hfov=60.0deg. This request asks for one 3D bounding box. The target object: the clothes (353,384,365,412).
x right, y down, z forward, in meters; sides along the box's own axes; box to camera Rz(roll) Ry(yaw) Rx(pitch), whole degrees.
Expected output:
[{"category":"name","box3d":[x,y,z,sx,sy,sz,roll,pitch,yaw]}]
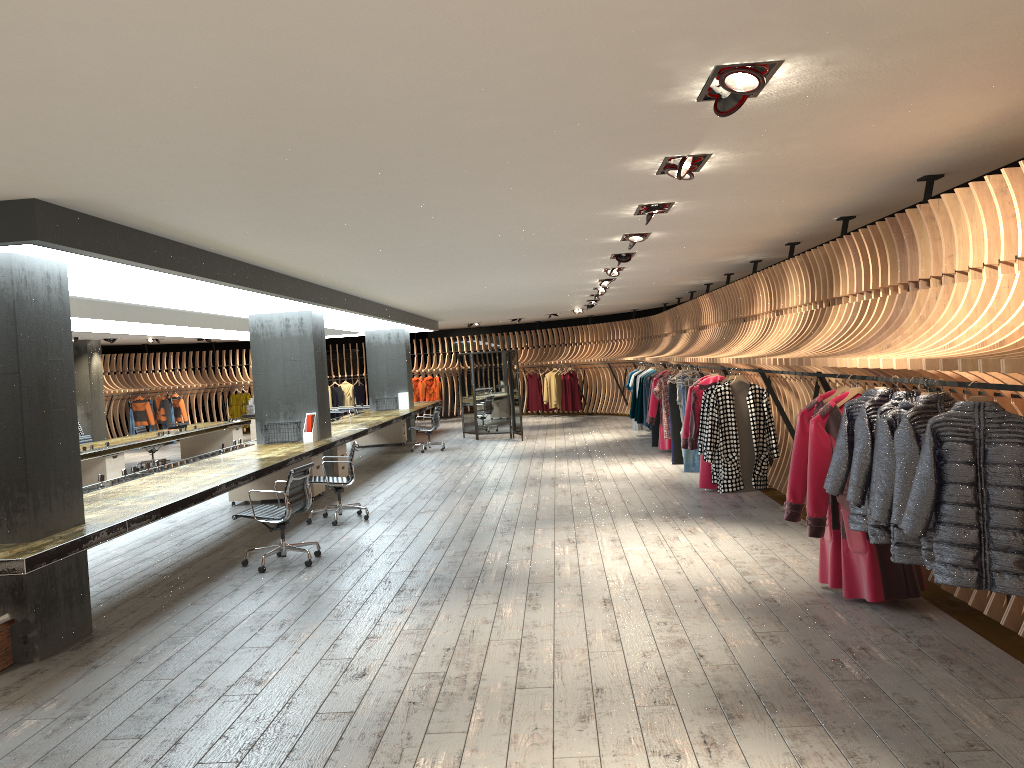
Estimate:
[{"category":"clothes","box3d":[-4.640,0.682,26.986,0.087,1.352,0.539,-3,1,27]}]

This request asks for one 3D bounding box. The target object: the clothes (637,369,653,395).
[{"category":"clothes","box3d":[2.714,0.253,16.965,0.733,1.106,0.165,-4,1,3]}]

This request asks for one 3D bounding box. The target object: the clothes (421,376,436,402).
[{"category":"clothes","box3d":[-2.511,0.205,26.927,0.200,0.881,0.840,-3,1,33]}]

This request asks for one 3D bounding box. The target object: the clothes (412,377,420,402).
[{"category":"clothes","box3d":[-2.945,0.232,26.984,0.200,0.881,0.840,-4,1,18]}]

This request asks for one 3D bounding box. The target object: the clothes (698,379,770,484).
[{"category":"clothes","box3d":[2.369,0.518,9.544,0.772,1.160,0.191,-3,1,23]}]

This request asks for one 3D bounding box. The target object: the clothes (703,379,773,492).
[{"category":"clothes","box3d":[2.368,0.526,9.252,0.773,1.160,0.191,-4,1,3]}]

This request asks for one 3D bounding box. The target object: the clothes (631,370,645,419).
[{"category":"clothes","box3d":[2.788,0.251,17.657,0.913,1.081,0.238,-4,1,3]}]

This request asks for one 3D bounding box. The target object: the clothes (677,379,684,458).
[{"category":"clothes","box3d":[2.495,0.493,12.587,0.278,1.141,0.172,-4,1,10]}]

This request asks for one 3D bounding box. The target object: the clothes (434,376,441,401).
[{"category":"clothes","box3d":[-2.273,0.191,26.864,0.201,0.881,0.839,-4,1,-17]}]

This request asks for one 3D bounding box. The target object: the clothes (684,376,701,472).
[{"category":"clothes","box3d":[2.478,0.646,12.046,0.373,1.536,0.312,-4,1,14]}]

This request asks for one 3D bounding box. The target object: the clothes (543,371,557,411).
[{"category":"clothes","box3d":[1.044,0.203,25.028,0.444,1.128,0.126,-4,1,-35]}]

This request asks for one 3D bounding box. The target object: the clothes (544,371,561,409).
[{"category":"clothes","box3d":[1.252,0.154,24.800,0.777,1.052,0.152,-4,1,3]}]

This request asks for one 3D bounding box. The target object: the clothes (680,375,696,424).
[{"category":"clothes","box3d":[2.511,0.629,12.337,0.277,1.542,0.316,-4,1,2]}]

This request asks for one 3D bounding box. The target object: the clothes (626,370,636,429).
[{"category":"clothes","box3d":[2.865,0.395,19.263,0.677,1.434,0.204,-4,1,-8]}]

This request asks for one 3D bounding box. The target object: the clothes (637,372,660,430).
[{"category":"clothes","box3d":[2.719,0.289,16.275,0.913,1.081,0.238,-4,1,3]}]

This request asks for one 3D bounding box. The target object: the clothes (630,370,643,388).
[{"category":"clothes","box3d":[2.760,0.170,17.938,0.734,0.937,0.164,-4,1,6]}]

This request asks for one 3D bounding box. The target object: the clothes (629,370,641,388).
[{"category":"clothes","box3d":[2.810,0.157,18.392,0.743,0.931,0.158,-4,1,7]}]

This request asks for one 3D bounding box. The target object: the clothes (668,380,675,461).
[{"category":"clothes","box3d":[2.557,0.591,13.100,0.539,1.352,0.087,-3,1,42]}]

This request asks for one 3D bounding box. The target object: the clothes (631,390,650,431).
[{"category":"clothes","box3d":[2.849,0.403,18.987,0.677,1.434,0.204,-4,1,-13]}]

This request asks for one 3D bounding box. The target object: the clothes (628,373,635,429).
[{"category":"clothes","box3d":[2.857,0.399,19.122,0.677,1.434,0.204,-3,1,17]}]

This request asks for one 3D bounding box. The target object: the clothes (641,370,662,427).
[{"category":"clothes","box3d":[2.730,0.257,16.398,0.715,1.087,0.257,-4,1,-2]}]

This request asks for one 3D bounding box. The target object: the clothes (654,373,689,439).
[{"category":"clothes","box3d":[2.552,0.338,13.601,0.760,1.030,0.179,-4,1,-11]}]

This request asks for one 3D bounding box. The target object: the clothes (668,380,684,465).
[{"category":"clothes","box3d":[2.564,0.596,12.896,0.539,1.352,0.087,-4,1,2]}]

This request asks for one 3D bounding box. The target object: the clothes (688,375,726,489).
[{"category":"clothes","box3d":[2.421,0.553,10.309,0.839,1.312,0.321,-3,1,32]}]

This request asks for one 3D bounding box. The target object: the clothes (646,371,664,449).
[{"category":"clothes","box3d":[2.639,0.416,14.731,0.839,1.312,0.321,-4,1,2]}]

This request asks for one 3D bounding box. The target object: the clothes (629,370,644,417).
[{"category":"clothes","box3d":[2.786,0.247,17.780,0.913,1.081,0.238,-4,1,3]}]

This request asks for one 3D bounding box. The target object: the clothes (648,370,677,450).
[{"category":"clothes","box3d":[2.624,0.425,14.442,0.839,1.312,0.321,-4,1,12]}]

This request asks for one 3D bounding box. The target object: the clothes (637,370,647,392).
[{"category":"clothes","box3d":[2.781,0.243,17.152,0.733,1.106,0.165,-4,1,8]}]

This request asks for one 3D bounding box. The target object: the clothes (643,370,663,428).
[{"category":"clothes","box3d":[2.708,0.270,15.960,0.714,1.087,0.257,-4,1,8]}]

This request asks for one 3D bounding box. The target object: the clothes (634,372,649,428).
[{"category":"clothes","box3d":[2.730,0.279,16.630,0.913,1.081,0.238,-4,1,8]}]

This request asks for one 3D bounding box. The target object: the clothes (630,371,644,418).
[{"category":"clothes","box3d":[2.776,0.254,17.570,0.913,1.081,0.238,-4,1,8]}]

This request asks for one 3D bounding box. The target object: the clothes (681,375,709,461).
[{"category":"clothes","box3d":[2.434,0.544,10.598,0.839,1.312,0.321,-3,1,22]}]

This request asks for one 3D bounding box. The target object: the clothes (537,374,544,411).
[{"category":"clothes","box3d":[0.804,0.212,25.271,0.127,1.128,0.444,-4,1,-5]}]

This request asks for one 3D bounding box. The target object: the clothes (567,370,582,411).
[{"category":"clothes","box3d":[1.696,0.181,24.269,0.444,1.128,0.126,-4,1,-25]}]

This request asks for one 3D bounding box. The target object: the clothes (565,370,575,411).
[{"category":"clothes","box3d":[1.651,0.182,24.350,0.444,1.128,0.127,-4,1,0]}]

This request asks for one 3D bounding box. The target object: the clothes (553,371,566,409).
[{"category":"clothes","box3d":[1.399,0.149,24.636,0.151,1.052,0.777,-3,1,43]}]

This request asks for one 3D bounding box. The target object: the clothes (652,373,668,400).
[{"category":"clothes","box3d":[2.578,0.333,13.822,0.760,1.020,0.188,-4,1,4]}]

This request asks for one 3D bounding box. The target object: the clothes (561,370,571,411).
[{"category":"clothes","box3d":[1.543,0.185,24.481,0.444,1.128,0.126,-4,1,-25]}]

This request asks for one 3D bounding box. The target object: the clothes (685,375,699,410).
[{"category":"clothes","box3d":[2.534,0.518,12.187,0.277,1.291,0.316,-4,1,-33]}]

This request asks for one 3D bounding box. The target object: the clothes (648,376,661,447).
[{"category":"clothes","box3d":[2.673,0.519,15.490,0.539,1.352,0.087,-4,1,7]}]

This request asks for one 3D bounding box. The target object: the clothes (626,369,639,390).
[{"category":"clothes","box3d":[2.762,0.171,18.539,0.737,0.971,0.167,-4,1,11]}]

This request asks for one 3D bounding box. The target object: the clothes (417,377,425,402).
[{"category":"clothes","box3d":[-2.712,0.216,27.006,0.201,0.881,0.840,-4,1,8]}]

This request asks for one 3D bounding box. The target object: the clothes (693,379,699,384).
[{"category":"clothes","box3d":[2.559,0.298,11.575,0.336,0.776,0.255,-3,1,18]}]

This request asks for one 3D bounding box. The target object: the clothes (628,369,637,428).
[{"category":"clothes","box3d":[2.871,0.391,19.403,0.677,1.434,0.204,-3,1,17]}]

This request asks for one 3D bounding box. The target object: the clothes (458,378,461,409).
[{"category":"clothes","box3d":[-1.486,0.272,26.664,0.096,0.988,0.465,-4,1,15]}]

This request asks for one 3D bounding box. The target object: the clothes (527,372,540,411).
[{"category":"clothes","box3d":[0.632,0.218,25.449,0.444,1.128,0.127,-4,1,0]}]

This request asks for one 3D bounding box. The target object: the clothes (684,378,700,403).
[{"category":"clothes","box3d":[2.446,0.307,11.755,0.278,0.767,0.263,-4,1,10]}]
